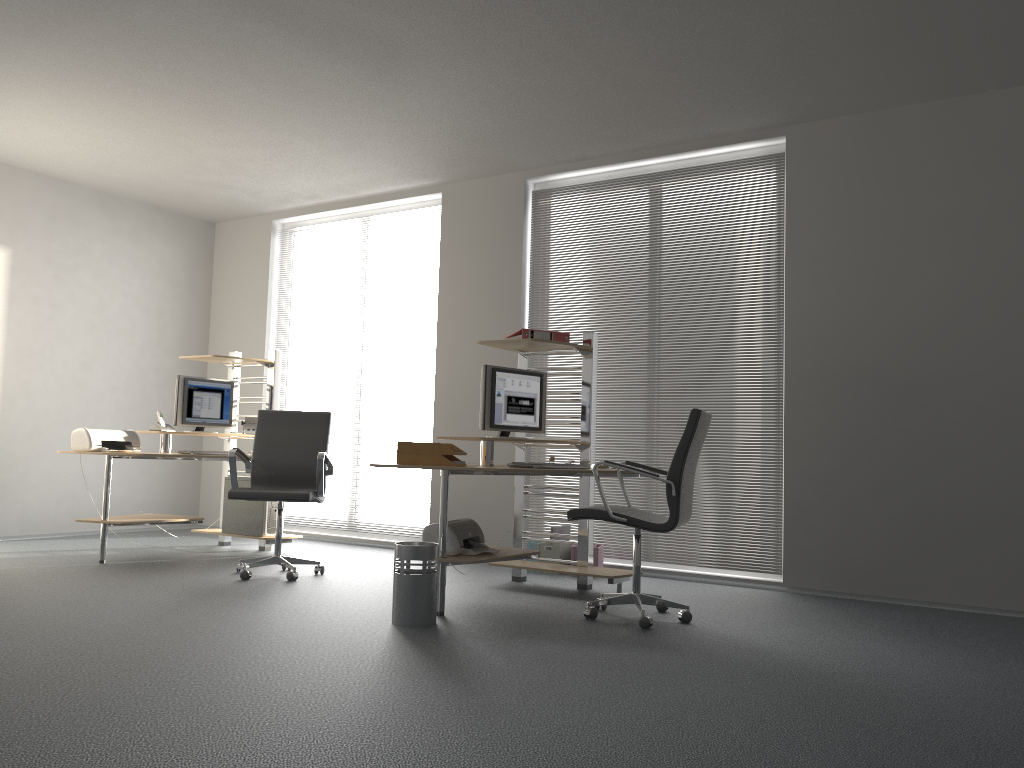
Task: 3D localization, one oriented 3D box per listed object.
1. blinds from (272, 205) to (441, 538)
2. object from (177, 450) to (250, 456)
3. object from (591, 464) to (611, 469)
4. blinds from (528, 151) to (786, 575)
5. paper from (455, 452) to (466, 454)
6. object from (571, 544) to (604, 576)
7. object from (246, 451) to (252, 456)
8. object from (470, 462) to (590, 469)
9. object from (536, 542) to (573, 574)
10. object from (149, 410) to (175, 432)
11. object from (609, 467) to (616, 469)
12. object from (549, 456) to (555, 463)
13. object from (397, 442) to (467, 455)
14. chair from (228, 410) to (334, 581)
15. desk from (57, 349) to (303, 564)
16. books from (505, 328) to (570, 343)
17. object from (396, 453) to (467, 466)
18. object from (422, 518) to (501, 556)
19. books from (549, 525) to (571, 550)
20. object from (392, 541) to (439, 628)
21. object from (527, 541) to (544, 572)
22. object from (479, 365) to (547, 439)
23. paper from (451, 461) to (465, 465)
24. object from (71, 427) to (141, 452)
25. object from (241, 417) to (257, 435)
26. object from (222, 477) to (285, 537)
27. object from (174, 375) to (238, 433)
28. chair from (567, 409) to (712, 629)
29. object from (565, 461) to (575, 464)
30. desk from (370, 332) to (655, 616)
[{"bbox_3d":[-1.423,-0.104,7.774,1.950,2.749,0.037,-1,-5,32],"label":"blinds"},{"bbox_3d":[-2.331,0.524,6.498,0.814,0.082,0.478,-2,-6,40],"label":"object"},{"bbox_3d":[0.522,0.488,5.250,0.132,0.026,0.132,-1,-5,33],"label":"object"},{"bbox_3d":[0.941,-0.149,6.272,1.950,2.770,0.022,-1,-5,32],"label":"blinds"},{"bbox_3d":[-0.410,0.351,4.582,0.297,0.010,0.210,1,-5,12],"label":"paper"},{"bbox_3d":[0.517,1.209,6.074,0.185,0.202,0.245,1,-5,15],"label":"object"},{"bbox_3d":[-2.173,0.550,6.800,0.742,0.088,0.168,-1,-5,35],"label":"object"},{"bbox_3d":[-0.007,0.475,4.975,0.814,0.082,0.478,-2,-6,40],"label":"object"},{"bbox_3d":[0.312,1.211,6.172,0.185,0.202,0.245,-1,-5,33],"label":"object"},{"bbox_3d":[-2.540,0.268,6.446,0.119,0.151,0.150,0,-5,18],"label":"object"},{"bbox_3d":[0.564,0.502,5.321,0.158,0.011,0.011,-1,-5,30],"label":"object"},{"bbox_3d":[0.244,0.466,5.320,0.054,0.064,0.159,2,-5,0],"label":"object"},{"bbox_3d":[-0.410,0.334,4.584,0.309,0.060,0.225,1,-5,12],"label":"object"},{"bbox_3d":[-1.461,0.679,5.613,0.584,1.048,0.652,2,-5,-2],"label":"chair"},{"bbox_3d":[-2.292,0.454,6.372,0.967,1.566,1.469,-1,-5,32],"label":"desk"},{"bbox_3d":[0.150,-0.277,5.425,0.320,0.072,0.262,4,-5,-25],"label":"books"},{"bbox_3d":[-0.412,0.390,4.579,0.309,0.060,0.225,1,-5,12],"label":"object"},{"bbox_3d":[-0.232,0.802,4.660,0.351,0.162,0.438,0,-5,17],"label":"object"},{"bbox_3d":[0.326,1.140,6.170,0.068,0.306,0.220,-1,-5,33],"label":"books"},{"bbox_3d":[-0.453,0.941,4.165,0.208,0.377,0.208,3,-5,-14],"label":"object"},{"bbox_3d":[0.156,1.214,6.272,0.185,0.202,0.245,-1,-5,33],"label":"object"},{"bbox_3d":[-0.017,0.120,5.295,0.516,0.418,0.245,5,-6,-35],"label":"object"},{"bbox_3d":[-0.411,0.402,4.578,0.297,0.019,0.210,1,-5,12],"label":"paper"},{"bbox_3d":[-2.740,0.389,6.118,0.351,0.162,0.438,0,-5,24],"label":"object"},{"bbox_3d":[-2.024,0.325,6.889,0.154,0.135,0.093,3,-5,-21],"label":"object"},{"bbox_3d":[-1.958,0.927,6.739,0.471,0.422,0.199,-1,-5,32],"label":"object"},{"bbox_3d":[-2.357,0.165,6.780,0.516,0.418,0.245,6,-6,-42],"label":"object"},{"bbox_3d":[0.654,0.657,4.508,0.652,1.048,0.584,0,-5,19],"label":"chair"},{"bbox_3d":[0.347,0.482,5.341,0.022,0.042,0.134,3,-5,-15],"label":"object"},{"bbox_3d":[0.066,0.408,4.873,0.967,1.566,1.469,-1,-5,32],"label":"desk"}]
